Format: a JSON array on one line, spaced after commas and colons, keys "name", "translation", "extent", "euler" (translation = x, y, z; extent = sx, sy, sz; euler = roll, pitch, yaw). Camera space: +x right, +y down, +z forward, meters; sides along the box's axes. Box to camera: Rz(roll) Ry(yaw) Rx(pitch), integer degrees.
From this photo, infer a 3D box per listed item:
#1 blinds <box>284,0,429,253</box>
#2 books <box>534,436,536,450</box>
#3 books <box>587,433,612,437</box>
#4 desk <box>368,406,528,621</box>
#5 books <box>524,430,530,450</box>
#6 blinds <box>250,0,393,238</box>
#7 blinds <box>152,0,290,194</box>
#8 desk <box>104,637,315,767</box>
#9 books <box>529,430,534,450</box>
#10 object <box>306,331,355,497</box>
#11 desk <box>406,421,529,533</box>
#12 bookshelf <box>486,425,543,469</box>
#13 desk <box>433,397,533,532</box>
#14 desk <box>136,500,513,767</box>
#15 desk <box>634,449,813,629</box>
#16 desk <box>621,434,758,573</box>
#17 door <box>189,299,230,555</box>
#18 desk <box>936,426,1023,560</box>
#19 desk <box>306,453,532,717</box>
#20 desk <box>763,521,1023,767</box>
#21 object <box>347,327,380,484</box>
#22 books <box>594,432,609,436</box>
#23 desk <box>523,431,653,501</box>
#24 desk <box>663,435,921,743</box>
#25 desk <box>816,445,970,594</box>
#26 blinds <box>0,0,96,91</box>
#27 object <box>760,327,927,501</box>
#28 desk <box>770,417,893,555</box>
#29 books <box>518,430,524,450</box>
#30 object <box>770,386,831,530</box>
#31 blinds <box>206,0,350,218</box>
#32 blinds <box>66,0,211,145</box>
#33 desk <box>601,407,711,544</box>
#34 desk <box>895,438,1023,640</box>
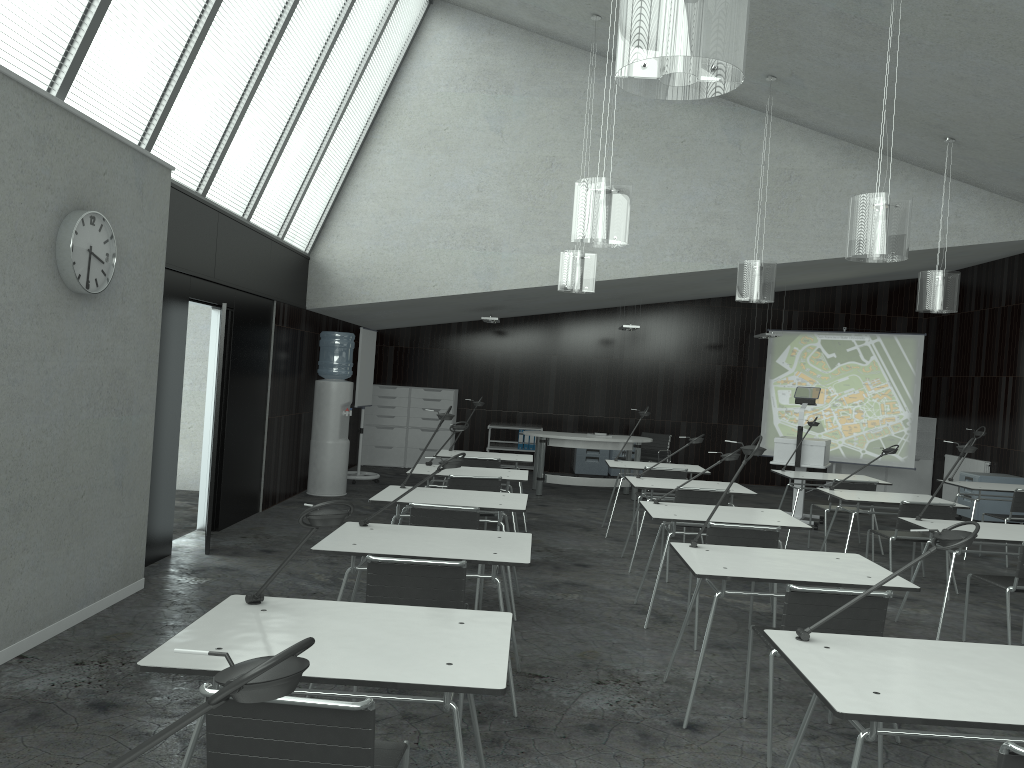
[{"name": "blinds", "translation": [-1.520, -2.962, 8.769], "extent": [1.106, 2.982, 0.889], "euler": [4, 0, 1]}, {"name": "books", "translation": [0.368, 0.918, 13.105], "extent": [0.072, 0.320, 0.262], "euler": [4, 0, 1]}, {"name": "books", "translation": [1.075, 0.700, 10.885], "extent": [0.210, 0.021, 0.297], "euler": [4, 0, -15]}, {"name": "desk", "translation": [-0.360, 0.819, 5.373], "extent": [0.900, 1.321, 0.700], "euler": [4, 0, 2]}, {"name": "books", "translation": [0.218, 0.908, 13.109], "extent": [0.072, 0.320, 0.262], "euler": [4, 0, 1]}, {"name": "blinds", "translation": [-1.544, -2.955, 7.780], "extent": [1.106, 2.982, 0.889], "euler": [4, 0, 1]}, {"name": "blinds", "translation": [-1.600, -2.926, 5.805], "extent": [1.094, 2.949, 0.889], "euler": [4, 0, 1]}, {"name": "desk", "translation": [-0.431, 0.934, 1.010], "extent": [0.900, 1.153, 0.700], "euler": [4, 0, 1]}, {"name": "books", "translation": [0.293, 0.913, 13.107], "extent": [0.072, 0.320, 0.262], "euler": [4, 0, 1]}, {"name": "object", "translation": [-1.968, 0.355, 9.708], "extent": [0.436, 1.967, 0.436], "euler": [4, 0, -9]}, {"name": "desk", "translation": [-0.332, 0.893, 6.829], "extent": [0.900, 1.153, 0.700], "euler": [4, 0, 1]}, {"name": "bookshelf", "translation": [0.030, 1.072, 13.107], "extent": [0.817, 0.739, 0.403], "euler": [4, 0, 1]}, {"name": "desk", "translation": [-0.256, 0.801, 8.304], "extent": [0.900, 1.321, 0.700], "euler": [4, 0, 1]}, {"name": "desk", "translation": [-0.463, 0.920, 2.472], "extent": [0.900, 1.153, 0.700], "euler": [4, 0, 1]}, {"name": "desk", "translation": [1.244, 1.007, 5.335], "extent": [0.900, 1.153, 0.700], "euler": [4, 0, 2]}, {"name": "desk", "translation": [1.344, 1.002, 6.816], "extent": [0.900, 1.153, 0.700], "euler": [4, 0, 1]}, {"name": "door", "translation": [-2.271, 0.333, 6.731], "extent": [0.365, 2.020, 0.940], "euler": [4, 0, 1]}, {"name": "desk", "translation": [4.517, 1.112, 8.177], "extent": [0.900, 1.321, 0.700], "euler": [4, 0, 1]}, {"name": "desk", "translation": [-0.372, 0.914, 3.930], "extent": [0.900, 1.153, 0.700], "euler": [4, 0, 2]}, {"name": "desk", "translation": [1.215, 1.029, 2.427], "extent": [0.900, 1.153, 0.700], "euler": [4, 0, 1]}, {"name": "object", "translation": [-1.837, 0.291, 10.885], "extent": [0.560, 2.091, 0.553], "euler": [3, 1, -35]}, {"name": "books", "translation": [1.098, 0.676, 10.844], "extent": [0.164, 0.032, 0.183], "euler": [4, 0, 14]}, {"name": "desk", "translation": [0.914, 1.109, 10.816], "extent": [1.600, 0.818, 0.910], "euler": [4, 0, -4]}, {"name": "desk", "translation": [1.189, 0.932, 3.888], "extent": [0.900, 1.321, 0.700], "euler": [4, 0, 1]}, {"name": "desk", "translation": [2.866, 1.101, 6.761], "extent": [0.900, 1.153, 0.700], "euler": [4, 0, 1]}, {"name": "blinds", "translation": [-1.648, -2.913, 3.826], "extent": [1.094, 2.949, 0.889], "euler": [4, 0, 1]}, {"name": "object", "translation": [4.438, 0.433, 12.090], "extent": [2.051, 2.602, 0.673], "euler": [4, 1, 26]}, {"name": "desk", "translation": [2.930, 1.009, 8.207], "extent": [0.900, 1.321, 0.700], "euler": [4, 0, 1]}, {"name": "books", "translation": [0.132, 0.903, 13.111], "extent": [0.072, 0.320, 0.262], "euler": [4, 0, 1]}, {"name": "object", "translation": [3.082, 0.849, 9.448], "extent": [0.559, 1.639, 0.680], "euler": [4, 1, 25]}, {"name": "blinds", "translation": [-1.575, -2.933, 6.791], "extent": [1.094, 2.949, 0.889], "euler": [4, 0, 1]}, {"name": "blinds", "translation": [-1.624, -2.920, 4.816], "extent": [1.094, 2.949, 0.889], "euler": [4, 0, 1]}, {"name": "desk", "translation": [1.332, 0.905, 8.235], "extent": [0.900, 1.321, 0.700], "euler": [4, 0, 2]}, {"name": "desk", "translation": [2.882, 1.030, 5.278], "extent": [0.900, 1.321, 0.700], "euler": [4, 0, 1]}]
